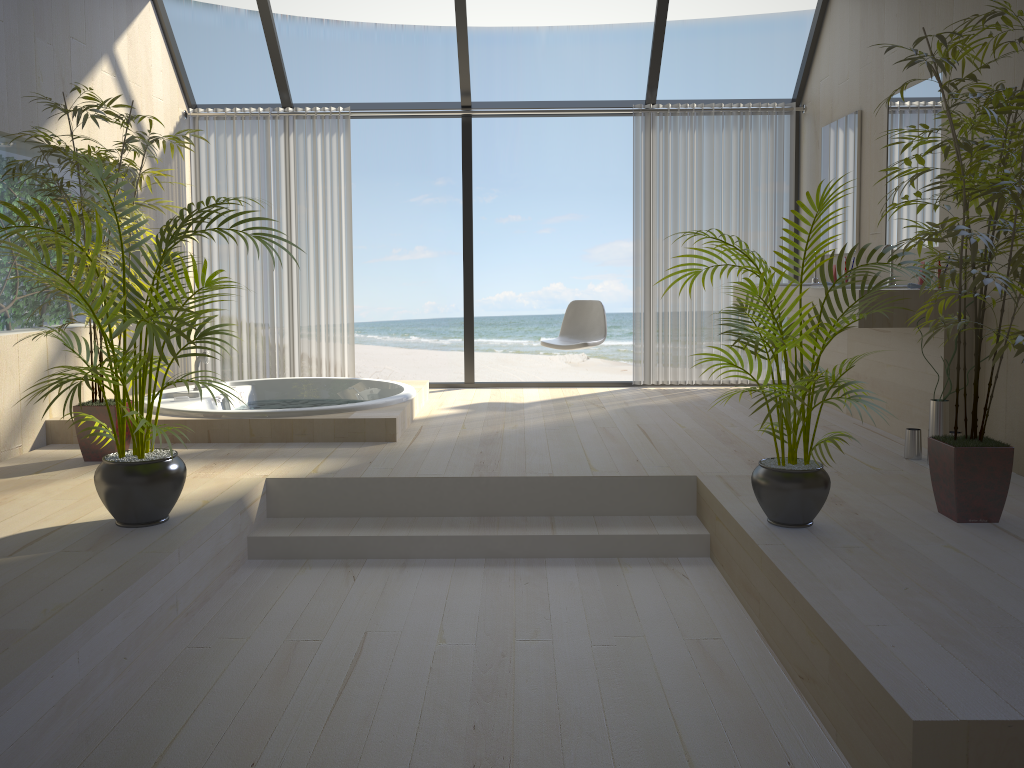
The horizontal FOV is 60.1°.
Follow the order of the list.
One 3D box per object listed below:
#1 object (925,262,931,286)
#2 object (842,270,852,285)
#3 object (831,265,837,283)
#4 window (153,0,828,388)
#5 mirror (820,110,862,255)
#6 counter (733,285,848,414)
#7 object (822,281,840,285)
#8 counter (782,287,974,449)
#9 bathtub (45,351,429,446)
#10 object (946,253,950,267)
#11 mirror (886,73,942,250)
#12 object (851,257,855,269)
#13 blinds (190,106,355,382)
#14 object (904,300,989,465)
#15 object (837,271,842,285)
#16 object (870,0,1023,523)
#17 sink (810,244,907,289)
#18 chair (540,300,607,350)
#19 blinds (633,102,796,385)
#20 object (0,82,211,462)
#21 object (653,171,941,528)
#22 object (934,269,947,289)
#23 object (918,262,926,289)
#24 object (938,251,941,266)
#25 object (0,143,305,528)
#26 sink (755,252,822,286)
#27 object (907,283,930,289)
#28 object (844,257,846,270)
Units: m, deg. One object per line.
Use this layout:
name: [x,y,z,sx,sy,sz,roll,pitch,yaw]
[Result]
object: [2.064,-0.540,4.402,0.039,0.134,0.039,3,5,42]
object: [2.055,-0.648,5.426,0.058,0.100,0.059,0,4,7]
object: [2.008,-0.676,5.514,0.039,0.134,0.039,-4,5,-41]
window: [-0.137,-1.335,6.368,4.560,2.803,0.748,0,4,1]
mirror: [2.133,-1.284,5.767,0.023,0.865,0.656,0,5,1]
counter: [1.897,-0.264,5.918,0.550,0.787,1.211,0,6,1]
object: [1.963,-0.618,5.450,0.104,0.029,0.033,5,8,41]
counter: [1.887,-0.116,4.714,0.550,0.787,1.211,0,6,1]
bathtub: [-1.500,0.152,5.400,1.821,0.695,1.655,0,6,1]
object: [2.058,-0.541,4.212,0.054,0.174,0.012,1,4,26]
mirror: [2.152,-1.157,4.733,0.023,0.865,0.656,0,5,1]
object: [2.068,-0.688,5.416,0.054,0.174,0.012,1,4,26]
blinds: [-1.769,-1.007,6.597,1.182,2.062,0.084,0,4,1]
object: [1.996,-0.011,3.978,0.407,0.746,0.275,-1,4,-12]
object: [2.075,-0.688,5.606,0.039,0.134,0.039,-4,5,-41]
object: [1.645,-0.399,3.017,0.787,1.750,0.939,2,5,25]
sink: [1.836,-0.524,4.655,0.504,0.417,0.576,0,6,4]
chair: [0.450,-0.416,6.262,0.369,0.346,0.456,3,6,29]
blinds: [1.486,-1.029,6.567,1.182,2.062,0.084,0,4,1]
object: [-2.002,-0.513,4.174,0.787,1.750,0.939,2,5,25]
object: [0.899,-0.104,3.000,0.917,1.152,0.753,3,6,34]
object: [2.044,-0.501,4.222,0.058,0.100,0.059,0,5,11]
object: [1.997,-0.528,4.310,0.039,0.134,0.039,3,5,42]
object: [2.025,-0.540,4.196,0.012,0.177,0.050,3,5,40]
object: [-1.256,-0.188,3.102,1.065,1.340,0.877,-1,5,-11]
sink: [1.846,-0.671,5.859,0.504,0.417,0.576,0,6,4]
object: [1.953,-0.471,4.246,0.104,0.029,0.033,5,8,41]
object: [2.035,-0.687,5.400,0.012,0.177,0.050,3,5,40]
